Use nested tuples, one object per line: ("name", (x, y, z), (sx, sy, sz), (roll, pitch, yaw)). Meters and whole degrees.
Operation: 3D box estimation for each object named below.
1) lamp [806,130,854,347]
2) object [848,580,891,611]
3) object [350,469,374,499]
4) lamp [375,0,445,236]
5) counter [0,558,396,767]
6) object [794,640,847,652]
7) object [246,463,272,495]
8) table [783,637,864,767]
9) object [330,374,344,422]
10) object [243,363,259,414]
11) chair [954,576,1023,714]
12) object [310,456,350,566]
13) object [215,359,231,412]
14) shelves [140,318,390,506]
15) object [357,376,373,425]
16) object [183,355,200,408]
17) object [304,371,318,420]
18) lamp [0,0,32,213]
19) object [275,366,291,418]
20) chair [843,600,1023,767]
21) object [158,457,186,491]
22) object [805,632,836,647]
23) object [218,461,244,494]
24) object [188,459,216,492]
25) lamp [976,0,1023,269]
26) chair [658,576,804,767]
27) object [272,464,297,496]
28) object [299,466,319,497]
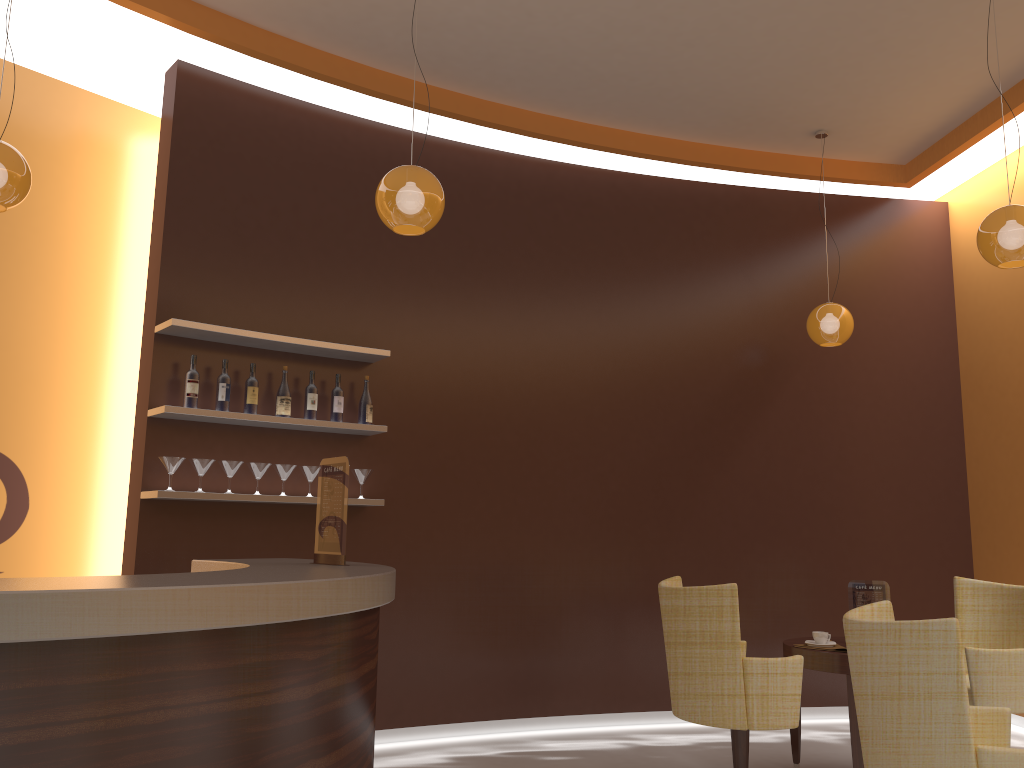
("lamp", (2.129, -1.000, 6.012), (0.299, 1.500, 0.299), (2, -10, -7))
("object", (1.902, 1.215, 4.712), (0.209, 0.335, 0.042), (-2, -10, 16))
("object", (-0.872, 0.585, 5.145), (0.137, 0.174, 0.137), (7, -11, -31))
("lamp", (-0.428, -1.396, 3.917), (0.299, 1.500, 0.299), (-1, -10, 11))
("counter", (-1.336, 1.077, 2.432), (1.586, 1.100, 2.917), (-7, -12, 37))
("object", (1.570, 1.343, 4.560), (0.239, 0.021, 0.464), (0, -10, 7))
("object", (-1.374, 0.518, 4.799), (0.137, 0.174, 0.137), (7, -11, -31))
("table", (1.867, 1.707, 4.585), (0.872, 0.679, 0.874), (-4, -11, 29))
("object", (-1.009, 0.089, 5.123), (0.073, 0.297, 0.073), (-5, -11, 30))
("object", (-1.420, 0.034, 4.836), (0.073, 0.297, 0.073), (3, -10, -9))
("chair", (2.601, 1.610, 4.957), (0.685, 1.017, 0.729), (2, -10, -7))
("object", (-0.705, 0.494, 3.466), (0.052, 0.414, 0.258), (8, -12, -37))
("object", (-1.540, 0.015, 4.738), (0.073, 0.297, 0.073), (-5, -11, 30))
("shelves", (-2.420, -0.040, 3.587), (0.586, 0.902, 4.744), (-7, -12, 40))
("object", (-0.861, 0.102, 5.217), (0.086, 0.303, 0.086), (0, -10, 7))
("object", (-1.671, -0.005, 4.630), (0.073, 0.297, 0.073), (-5, -11, 30))
("object", (-1.140, 0.072, 5.035), (0.073, 0.297, 0.073), (-5, -11, 30))
("lamp", (-2.115, -1.458, 3.715), (0.299, 1.500, 0.299), (-1, -10, 11))
("object", (-1.274, 0.051, 4.952), (0.086, 0.303, 0.086), (5, -10, -23))
("chair", (1.397, 1.210, 2.705), (0.685, 1.017, 0.729), (-1, -10, 10))
("object", (-1.738, 0.463, 4.517), (0.137, 0.174, 0.137), (9, -13, -41))
("object", (1.589, 1.316, 4.571), (0.153, 0.069, 0.153), (-2, -10, 19))
("object", (-1.498, 0.500, 4.711), (0.137, 0.174, 0.137), (7, -11, -31))
("object", (-1.618, 0.481, 4.614), (0.137, 0.174, 0.137), (9, -13, -41))
("lamp", (2.351, -1.294, 4.250), (0.299, 1.500, 0.299), (-6, -12, 35))
("chair", (1.092, 1.499, 4.444), (0.685, 1.017, 0.729), (3, -10, -10))
("object", (-1.258, 0.535, 4.888), (0.137, 0.174, 0.137), (7, -11, -31))
("object", (-1.132, 0.552, 4.974), (0.137, 0.174, 0.137), (7, -11, -31))
